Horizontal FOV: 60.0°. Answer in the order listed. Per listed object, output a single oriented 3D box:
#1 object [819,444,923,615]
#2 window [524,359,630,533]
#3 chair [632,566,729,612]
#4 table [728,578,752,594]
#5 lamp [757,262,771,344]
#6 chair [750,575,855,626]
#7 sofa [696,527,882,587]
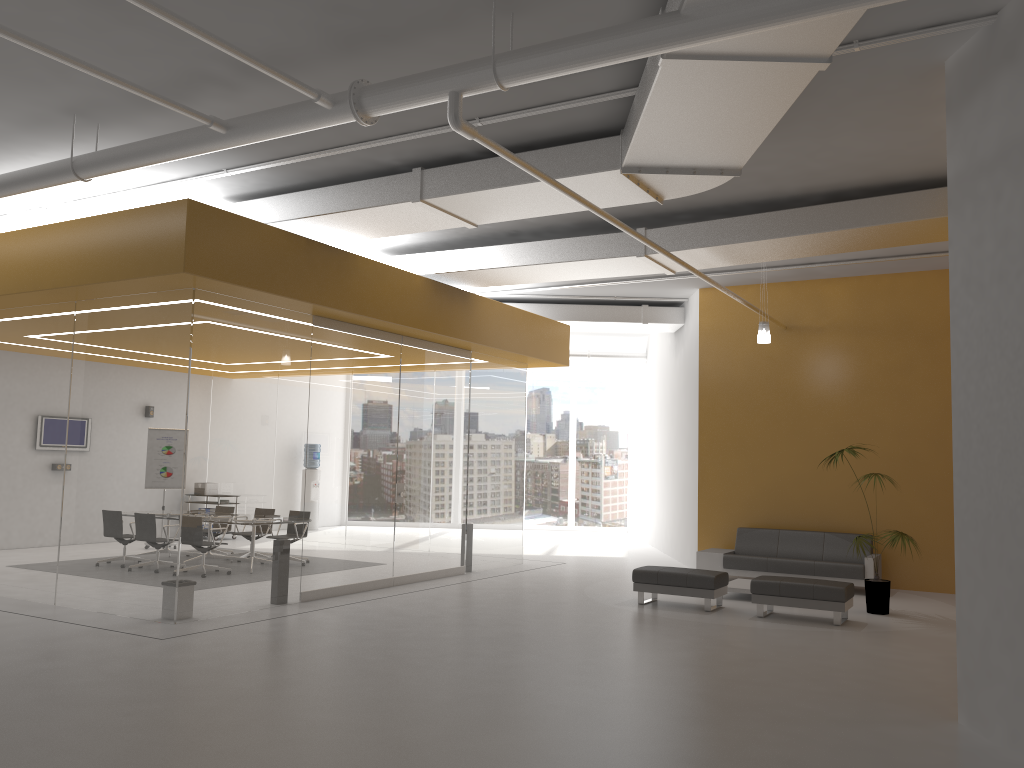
[{"bbox_3d":[4.161,1.681,10.382,0.912,1.956,1.222,3,-5,-19],"label":"object"},{"bbox_3d":[0.091,1.363,22.110,8.533,4.498,0.100,1,-5,0],"label":"window"},{"bbox_3d":[1.994,2.408,10.505,1.012,0.423,0.575,-2,-6,30],"label":"chair"},{"bbox_3d":[3.244,2.650,11.319,1.000,0.150,1.000,-2,-6,30],"label":"table"},{"bbox_3d":[3.306,-1.149,11.637,0.174,1.227,0.174,3,-5,-19],"label":"lamp"},{"bbox_3d":[3.204,2.373,9.786,1.012,0.423,0.575,-2,-6,30],"label":"chair"},{"bbox_3d":[3.896,2.472,12.567,2.400,0.761,0.860,-2,-6,30],"label":"sofa"}]
